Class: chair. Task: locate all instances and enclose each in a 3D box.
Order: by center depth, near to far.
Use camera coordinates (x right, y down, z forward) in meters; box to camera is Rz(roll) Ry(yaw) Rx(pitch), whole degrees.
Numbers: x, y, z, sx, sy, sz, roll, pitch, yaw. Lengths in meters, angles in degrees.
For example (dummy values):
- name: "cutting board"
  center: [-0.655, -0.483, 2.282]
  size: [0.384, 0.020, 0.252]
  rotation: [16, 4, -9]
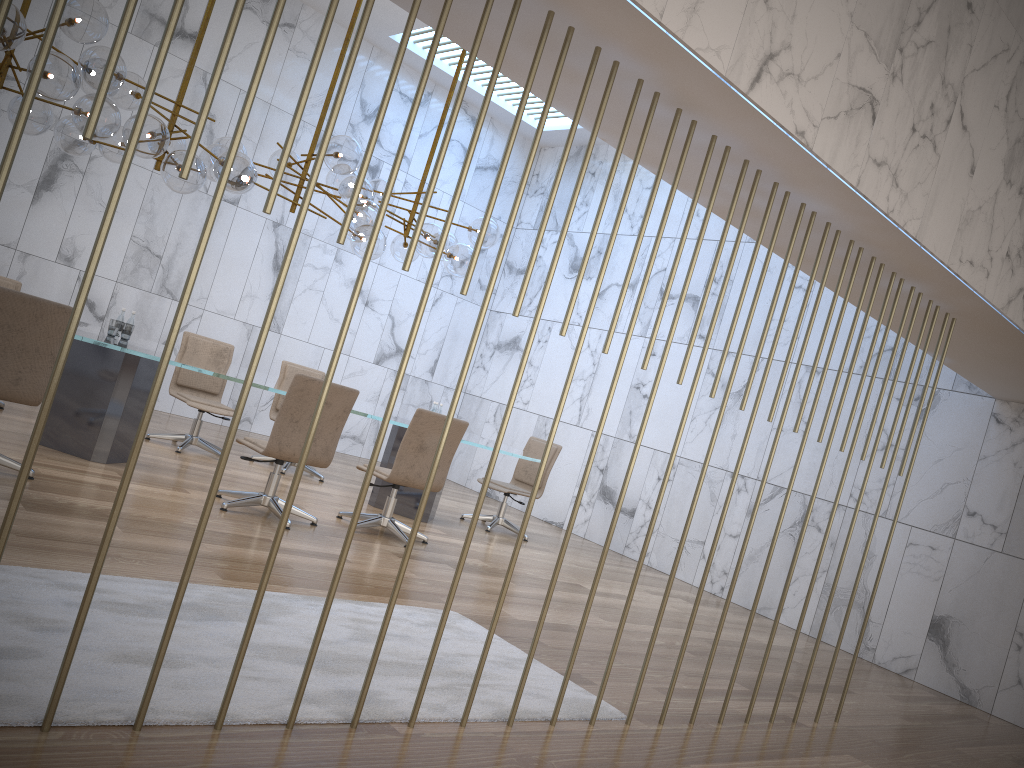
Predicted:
- name: "chair"
  center: [-2.846, -0.039, 4.816]
  size: [0.726, 1.000, 0.697]
  rotation: [19, -3, -41]
- name: "chair"
  center: [-1.526, 0.414, 6.030]
  size: [0.726, 1.000, 0.697]
  rotation: [19, -3, -41]
- name: "chair"
  center: [-0.817, 0.657, 6.682]
  size: [0.726, 1.000, 0.697]
  rotation: [19, -3, -41]
- name: "chair"
  center: [-4.057, -0.348, 6.694]
  size: [0.726, 1.000, 0.697]
  rotation: [19, -3, -41]
- name: "chair"
  center: [-2.739, 0.104, 7.905]
  size: [0.726, 1.000, 0.697]
  rotation: [19, -3, -41]
- name: "chair"
  center: [-2.025, 0.349, 8.562]
  size: [0.726, 1.000, 0.697]
  rotation: [19, -3, -41]
- name: "chair"
  center: [0.010, 0.994, 8.943]
  size: [0.697, 1.000, 0.726]
  rotation: [19, -3, -41]

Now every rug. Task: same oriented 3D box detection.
- name: "rug"
  center: [-0.963, 1.003, 3.441]
  size: [3.025, 0.034, 1.320]
  rotation: [19, -3, -42]

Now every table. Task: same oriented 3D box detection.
- name: "table"
  center: [-2.908, 0.074, 6.279]
  size: [7.924, 0.835, 2.092]
  rotation: [19, -3, -41]

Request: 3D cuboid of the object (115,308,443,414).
- name: "object"
  center: [-2.532, -0.350, 6.519]
  size: [5.189, 0.213, 0.124]
  rotation: [19, -3, -41]

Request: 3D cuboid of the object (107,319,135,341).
- name: "object"
  center: [-2.525, -0.299, 6.472]
  size: [5.112, 0.117, 0.183]
  rotation: [19, -3, -41]

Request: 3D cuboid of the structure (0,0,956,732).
- name: "structure"
  center: [-0.332, -0.096, 2.809]
  size: [7.223, 2.456, 0.023]
  rotation: [19, -3, -41]

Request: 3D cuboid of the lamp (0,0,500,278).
- name: "lamp"
  center: [-2.161, -2.640, 6.298]
  size: [5.672, 2.716, 1.557]
  rotation: [19, -3, -41]
